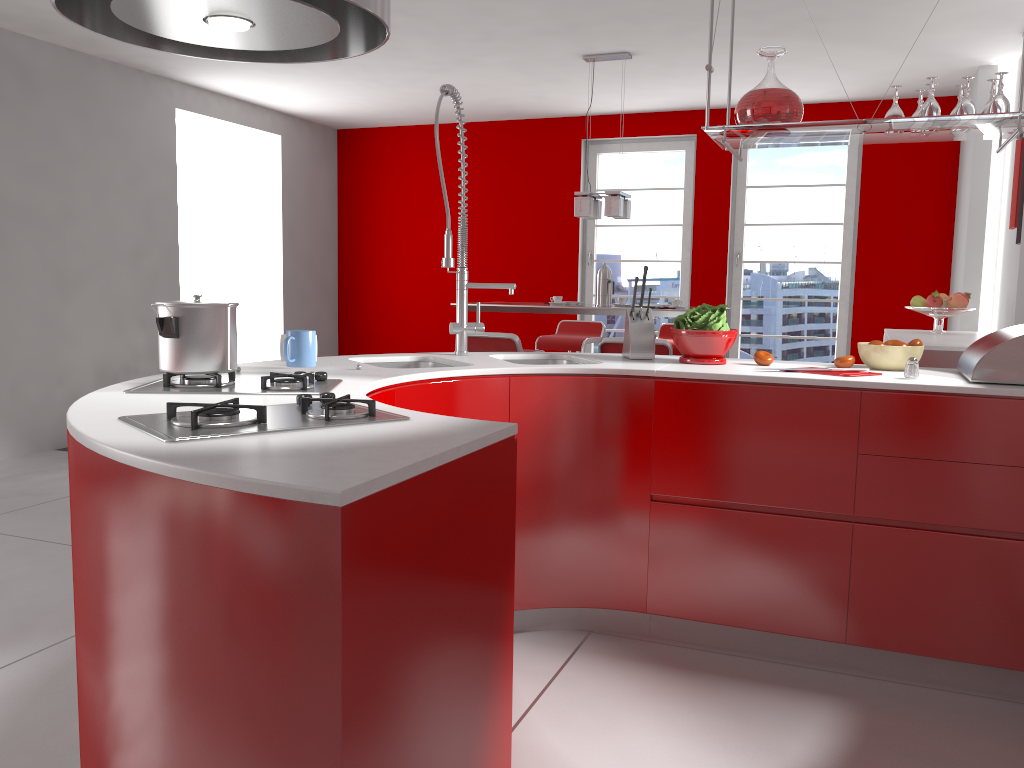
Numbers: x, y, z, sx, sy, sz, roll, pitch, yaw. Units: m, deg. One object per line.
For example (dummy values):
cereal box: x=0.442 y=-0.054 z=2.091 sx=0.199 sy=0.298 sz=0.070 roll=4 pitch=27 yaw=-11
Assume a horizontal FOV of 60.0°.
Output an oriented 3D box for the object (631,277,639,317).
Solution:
object: x=0.430 y=-0.242 z=3.155 sx=0.012 sy=0.279 sz=0.130 roll=0 pitch=7 yaw=-7

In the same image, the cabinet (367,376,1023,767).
cabinet: x=0.497 y=0.401 z=2.474 sx=1.875 sy=0.761 sz=1.025 roll=-2 pitch=7 yaw=-23

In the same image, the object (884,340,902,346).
object: x=1.260 y=-0.120 z=2.929 sx=0.065 sy=0.052 sz=0.062 roll=2 pitch=7 yaw=6

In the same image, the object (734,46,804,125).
object: x=0.825 y=-0.933 z=2.838 sx=0.213 sy=0.266 sz=0.213 roll=-5 pitch=9 yaw=-40

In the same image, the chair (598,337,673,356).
chair: x=0.715 y=0.157 z=5.028 sx=0.418 sy=0.857 sz=0.460 roll=3 pitch=7 yaw=17

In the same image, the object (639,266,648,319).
object: x=0.458 y=-0.256 z=3.147 sx=0.014 sy=0.322 sz=0.150 roll=0 pitch=7 yaw=-7

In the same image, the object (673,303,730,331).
object: x=0.646 y=-0.184 z=3.036 sx=0.198 sy=0.182 sz=0.193 roll=4 pitch=7 yaw=27

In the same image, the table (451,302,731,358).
table: x=0.525 y=-0.024 z=5.953 sx=1.700 sy=1.000 sz=0.800 roll=4 pitch=7 yaw=21

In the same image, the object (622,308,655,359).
object: x=0.455 y=-0.184 z=3.183 sx=0.091 sy=0.178 sz=0.137 roll=0 pitch=7 yaw=-5

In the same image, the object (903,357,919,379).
object: x=1.182 y=-0.048 z=2.622 sx=0.043 sy=0.066 sz=0.042 roll=5 pitch=8 yaw=34

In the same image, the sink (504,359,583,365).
sink: x=0.109 y=0.018 z=3.105 sx=0.326 sy=0.172 sz=0.428 roll=-1 pitch=7 yaw=-17

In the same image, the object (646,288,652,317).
object: x=0.483 y=-0.243 z=3.160 sx=0.009 sy=0.197 sz=0.091 roll=0 pitch=7 yaw=-7

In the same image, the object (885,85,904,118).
object: x=1.195 y=-0.856 z=2.766 sx=0.060 sy=0.141 sz=0.060 roll=4 pitch=7 yaw=21

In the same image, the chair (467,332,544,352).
chair: x=-0.061 y=0.108 z=5.338 sx=0.418 sy=0.857 sz=0.460 roll=4 pitch=7 yaw=26

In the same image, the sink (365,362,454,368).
sink: x=-0.337 y=0.032 z=2.912 sx=0.326 sy=0.172 sz=0.428 roll=-3 pitch=7 yaw=-29

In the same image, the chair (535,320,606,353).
chair: x=0.448 y=-0.056 z=6.853 sx=0.418 sy=0.857 sz=0.460 roll=5 pitch=7 yaw=29

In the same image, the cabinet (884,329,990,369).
cabinet: x=2.436 y=0.174 z=5.039 sx=0.610 sy=0.880 sz=1.802 roll=4 pitch=7 yaw=21

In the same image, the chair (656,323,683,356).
chair: x=1.224 y=-0.010 z=6.570 sx=0.418 sy=0.857 sz=0.460 roll=4 pitch=7 yaw=24

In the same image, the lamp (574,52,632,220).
lamp: x=0.604 y=-1.598 z=5.752 sx=0.304 sy=1.025 sz=0.304 roll=4 pitch=7 yaw=21

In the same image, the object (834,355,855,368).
object: x=1.094 y=-0.072 z=2.919 sx=0.065 sy=0.047 sz=0.063 roll=4 pitch=7 yaw=21

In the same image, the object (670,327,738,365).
object: x=0.655 y=-0.131 z=3.039 sx=0.229 sy=0.118 sz=0.228 roll=0 pitch=7 yaw=-7

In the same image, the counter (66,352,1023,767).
counter: x=0.261 y=0.413 z=2.614 sx=2.865 sy=0.880 sz=1.868 roll=-3 pitch=8 yaw=-34

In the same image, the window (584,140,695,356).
window: x=1.101 y=-1.083 z=7.814 sx=0.938 sy=2.038 sz=0.117 roll=4 pitch=7 yaw=21

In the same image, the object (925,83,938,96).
object: x=1.288 y=-0.850 z=2.731 sx=0.060 sy=0.141 sz=0.060 roll=4 pitch=7 yaw=21

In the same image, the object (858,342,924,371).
object: x=1.244 y=-0.089 z=2.920 sx=0.201 sy=0.086 sz=0.201 roll=4 pitch=7 yaw=22

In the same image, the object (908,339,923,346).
object: x=1.308 y=-0.119 z=2.891 sx=0.055 sy=0.058 sz=0.066 roll=2 pitch=7 yaw=7

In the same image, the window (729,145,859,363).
window: x=2.310 y=-1.008 z=7.340 sx=0.938 sy=2.038 sz=0.117 roll=4 pitch=7 yaw=21

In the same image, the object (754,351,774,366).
object: x=0.849 y=-0.087 z=2.992 sx=0.064 sy=0.048 sz=0.063 roll=1 pitch=7 yaw=0

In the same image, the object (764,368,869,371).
object: x=0.937 y=-0.046 z=2.775 sx=0.375 sy=0.008 sz=0.041 roll=1 pitch=7 yaw=-2

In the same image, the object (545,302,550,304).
object: x=0.269 y=-0.574 z=6.267 sx=0.095 sy=0.012 sz=0.234 roll=3 pitch=7 yaw=20

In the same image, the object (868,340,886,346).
object: x=1.198 y=-0.119 z=2.909 sx=0.066 sy=0.049 sz=0.062 roll=5 pitch=7 yaw=29

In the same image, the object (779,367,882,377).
object: x=0.994 y=-0.038 z=2.773 sx=0.168 sy=0.006 sz=0.266 roll=-5 pitch=9 yaw=-41

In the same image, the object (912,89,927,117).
object: x=1.295 y=-0.860 z=2.816 sx=0.060 sy=0.141 sz=0.060 roll=1 pitch=7 yaw=-2

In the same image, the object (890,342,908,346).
object: x=1.250 y=-0.113 z=2.868 sx=0.066 sy=0.049 sz=0.062 roll=3 pitch=7 yaw=18
